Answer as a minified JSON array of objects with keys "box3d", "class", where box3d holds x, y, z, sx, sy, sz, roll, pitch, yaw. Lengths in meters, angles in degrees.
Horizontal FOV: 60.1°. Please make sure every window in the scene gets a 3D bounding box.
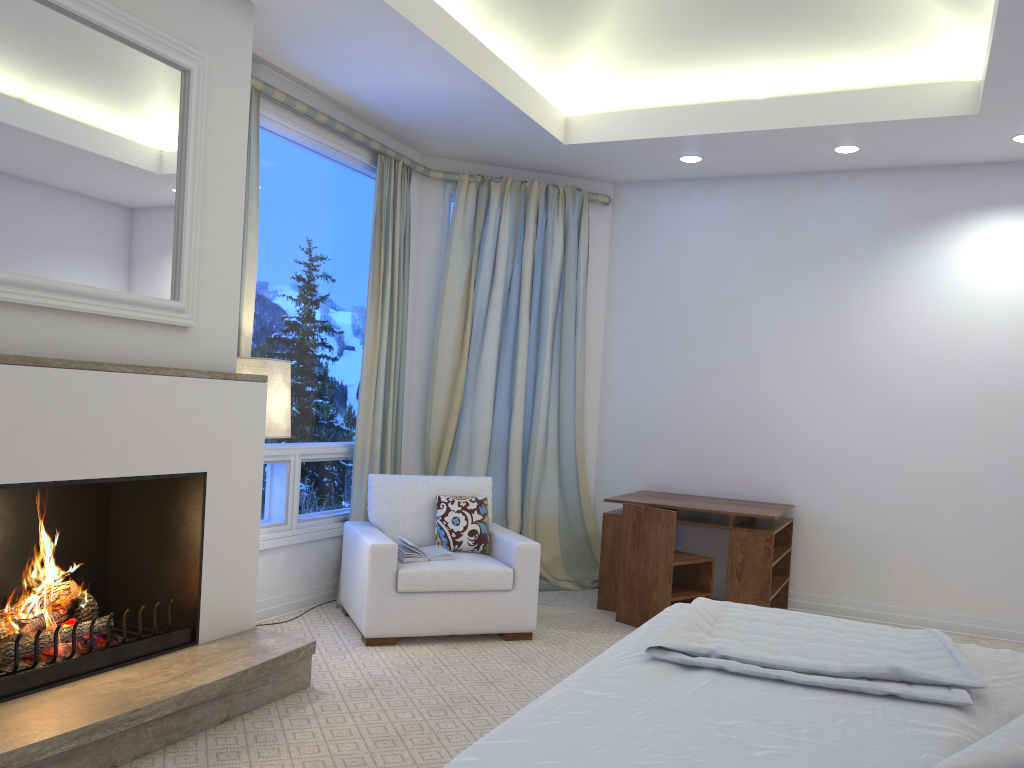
[{"box3d":[-1.309,-0.288,2.724,0.813,2.028,6.851,4,-1,25],"class":"window"},{"box3d":[-1.042,-0.233,4.414,0.205,2.029,1.513,4,1,25],"class":"window"}]

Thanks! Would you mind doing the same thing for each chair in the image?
[{"box3d":[-0.354,0.806,4.236,0.807,0.705,0.686,3,0,-20],"class":"chair"},{"box3d":[0.789,0.927,4.522,0.340,0.611,0.339,3,1,-40],"class":"chair"}]

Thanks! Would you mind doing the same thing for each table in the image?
[{"box3d":[1.041,0.957,4.940,0.899,0.601,0.741,3,0,25],"class":"table"}]

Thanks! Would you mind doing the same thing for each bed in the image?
[{"box3d":[1.043,0.773,1.612,2.017,0.816,1.970,3,-1,24],"class":"bed"}]

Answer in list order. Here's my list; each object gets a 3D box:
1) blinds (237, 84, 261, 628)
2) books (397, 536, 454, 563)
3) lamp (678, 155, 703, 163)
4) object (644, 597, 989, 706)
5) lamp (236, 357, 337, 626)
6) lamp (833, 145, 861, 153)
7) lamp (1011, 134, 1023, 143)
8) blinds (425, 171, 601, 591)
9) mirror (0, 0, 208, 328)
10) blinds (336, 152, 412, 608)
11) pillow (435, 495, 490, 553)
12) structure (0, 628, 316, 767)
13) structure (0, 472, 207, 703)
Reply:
[{"box3d":[-1.186,-0.105,3.698,0.162,2.403,0.480,4,2,25],"class":"blinds"},{"box3d":[-0.407,0.754,4.046,0.237,0.089,0.193,4,-1,-24],"class":"books"},{"box3d":[0.993,-1.244,4.923,0.137,0.014,0.137,3,-1,-3],"class":"lamp"},{"box3d":[0.745,0.818,2.256,0.717,0.467,0.914,3,-1,21],"class":"object"},{"box3d":[-0.864,0.535,4.678,0.319,1.208,2.364,4,-1,14],"class":"lamp"},{"box3d":[1.731,-1.208,4.581,0.137,0.014,0.137,3,-1,-3],"class":"lamp"},{"box3d":[2.467,-1.172,4.241,0.137,0.014,0.137,3,-1,-3],"class":"lamp"},{"box3d":[-0.027,-0.012,5.194,1.772,2.421,0.295,3,2,-18],"class":"blinds"},{"box3d":[-1.263,-0.687,2.703,0.038,0.941,0.841,4,1,25],"class":"mirror"},{"box3d":[-0.613,-0.043,4.772,0.294,2.393,0.780,4,2,20],"class":"blinds"},{"box3d":[-0.240,0.684,4.308,0.275,0.273,0.135,3,1,-21],"class":"pillow"},{"box3d":[-1.144,0.989,2.652,0.328,0.172,1.456,3,-1,25],"class":"structure"},{"box3d":[-1.483,0.582,2.807,0.475,0.616,0.875,4,0,25],"class":"structure"}]
